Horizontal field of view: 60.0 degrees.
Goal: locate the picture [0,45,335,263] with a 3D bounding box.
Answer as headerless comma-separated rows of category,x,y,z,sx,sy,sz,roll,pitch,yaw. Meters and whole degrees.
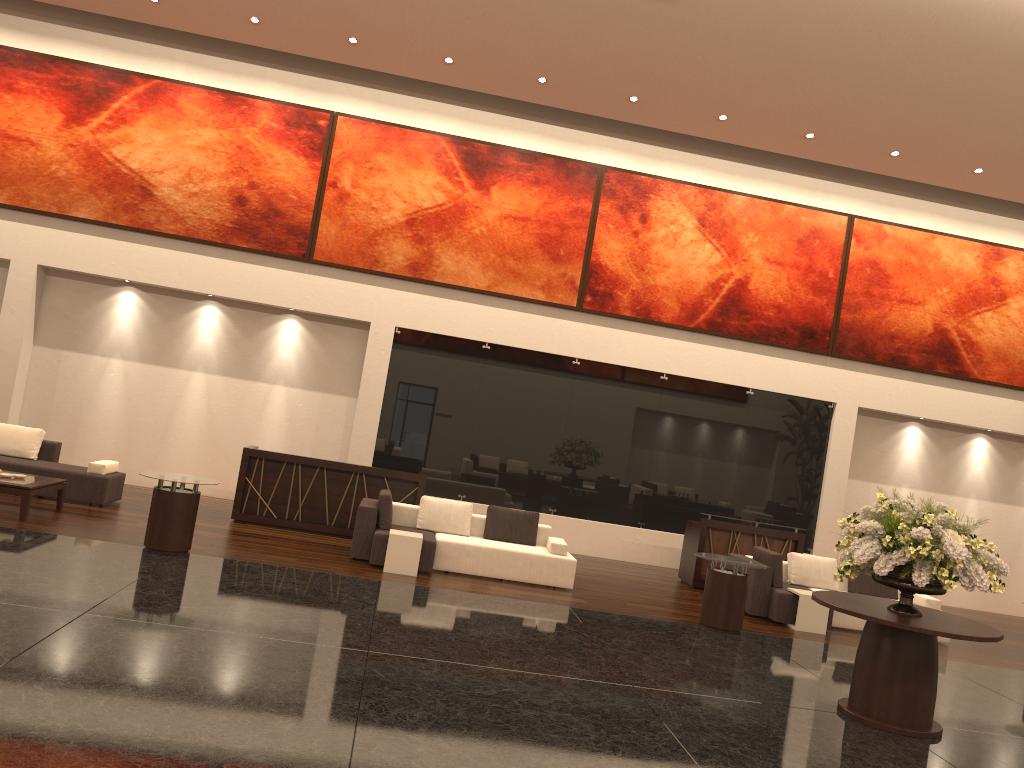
picture,-6.292,-3.761,14.144,6.485,2.526,0.070,10,-3,-6

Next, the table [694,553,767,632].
table,2.525,2.483,10.506,0.833,0.795,0.844,7,-4,44

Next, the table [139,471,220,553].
table,-3.739,1.428,9.792,0.844,0.795,0.833,8,-3,33

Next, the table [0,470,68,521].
table,-6.104,1.290,10.564,1.100,0.380,1.100,10,-3,-6

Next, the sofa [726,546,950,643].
sofa,4.476,2.841,12.063,2.846,0.862,1.291,10,-3,-6

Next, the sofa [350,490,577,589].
sofa,-0.594,1.987,11.484,2.846,0.862,1.291,10,-3,-6

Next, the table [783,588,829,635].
table,3.752,2.893,11.313,0.400,0.460,0.400,10,-3,-6

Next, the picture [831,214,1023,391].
picture,7.968,-1.358,15.770,4.515,2.526,0.070,10,-3,-6

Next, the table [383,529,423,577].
table,-1.317,2.039,10.735,0.400,0.460,0.400,10,-3,-6

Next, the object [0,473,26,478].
object,-6.023,1.092,10.562,0.154,0.040,0.437,7,-3,39

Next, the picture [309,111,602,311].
picture,-0.890,-2.850,14.760,4.515,2.526,0.070,10,-3,-6

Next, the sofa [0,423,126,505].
sofa,-6.980,0.938,11.355,3.366,0.862,2.586,10,-3,-6

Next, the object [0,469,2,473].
object,-6.149,1.038,10.581,0.119,0.106,0.119,10,-3,-25

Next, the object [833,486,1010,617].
object,3.444,1.413,7.596,1.453,1.097,1.402,7,-3,40

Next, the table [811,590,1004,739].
table,3.281,2.408,7.577,1.498,0.921,1.498,10,-3,-15

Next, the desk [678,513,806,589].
desk,3.524,2.628,13.611,1.634,1.114,0.760,10,-3,-6

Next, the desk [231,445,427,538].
desk,-2.625,1.629,12.939,2.606,1.043,0.700,10,-3,-6

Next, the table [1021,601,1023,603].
table,6.757,3.198,11.017,0.833,0.795,0.844,7,-4,44

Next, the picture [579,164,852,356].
picture,3.537,-2.104,15.265,4.515,2.526,0.070,10,-3,-6
